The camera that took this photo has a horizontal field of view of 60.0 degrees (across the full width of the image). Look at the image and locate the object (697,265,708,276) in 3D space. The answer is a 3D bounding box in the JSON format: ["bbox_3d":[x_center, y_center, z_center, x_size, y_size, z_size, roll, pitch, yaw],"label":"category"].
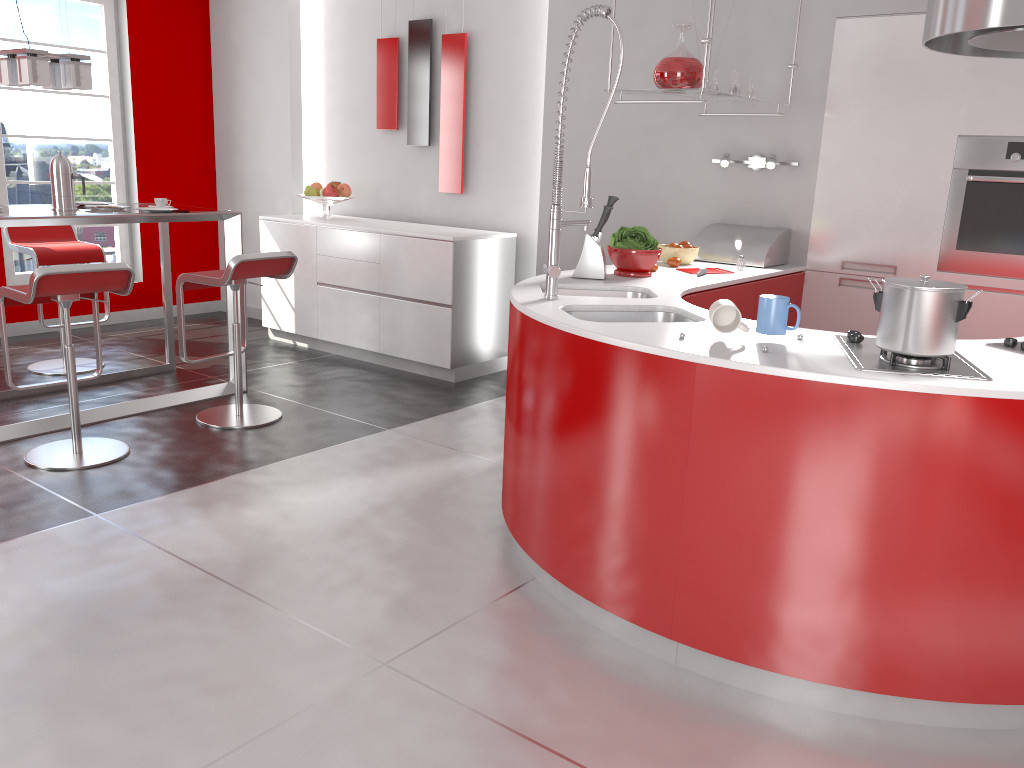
[{"bbox_3d":[0.848,-0.502,3.934,0.041,0.008,0.375,6,15,13],"label":"object"}]

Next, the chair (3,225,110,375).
[{"bbox_3d":[-2.705,-0.521,5.297,0.460,0.857,0.418,14,18,38],"label":"chair"}]

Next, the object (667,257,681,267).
[{"bbox_3d":[0.752,-0.565,4.115,0.063,0.047,0.065,13,17,35],"label":"object"}]

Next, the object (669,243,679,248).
[{"bbox_3d":[0.785,-0.652,4.261,0.062,0.052,0.065,8,15,21],"label":"object"}]

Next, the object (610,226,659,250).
[{"bbox_3d":[0.508,-0.566,3.706,0.193,0.182,0.198,15,19,41],"label":"object"}]

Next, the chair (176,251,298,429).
[{"bbox_3d":[-1.357,-0.243,4.419,0.460,0.857,0.418,11,17,31],"label":"chair"}]

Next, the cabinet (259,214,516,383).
[{"bbox_3d":[-0.889,-0.640,6.027,1.802,0.880,0.610,13,18,36],"label":"cabinet"}]

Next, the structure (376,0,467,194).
[{"bbox_3d":[-0.617,-2.060,5.925,0.820,1.503,0.040,13,18,36],"label":"structure"}]

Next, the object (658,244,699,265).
[{"bbox_3d":[0.791,-0.617,4.250,0.201,0.086,0.201,13,18,37],"label":"object"}]

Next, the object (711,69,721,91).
[{"bbox_3d":[0.929,-1.368,4.062,0.060,0.141,0.060,13,18,36],"label":"object"}]

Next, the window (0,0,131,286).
[{"bbox_3d":[-3.214,-1.747,6.299,0.117,2.038,0.938,13,18,36],"label":"window"}]

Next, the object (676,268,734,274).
[{"bbox_3d":[0.867,-0.508,3.987,0.266,0.006,0.168,-4,16,-25],"label":"object"}]

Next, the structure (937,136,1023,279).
[{"bbox_3d":[2.176,-0.746,3.782,0.599,0.589,0.050,13,18,36],"label":"structure"}]

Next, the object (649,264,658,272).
[{"bbox_3d":[0.613,-0.520,3.904,0.063,0.048,0.064,6,15,15],"label":"object"}]

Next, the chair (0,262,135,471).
[{"bbox_3d":[-1.872,-0.102,3.776,0.460,0.857,0.418,15,19,40],"label":"chair"}]

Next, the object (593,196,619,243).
[{"bbox_3d":[0.344,-0.590,3.546,0.150,0.322,0.014,4,14,8],"label":"object"}]

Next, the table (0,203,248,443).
[{"bbox_3d":[-2.308,-0.369,4.467,0.800,1.000,1.700,13,18,36],"label":"table"}]

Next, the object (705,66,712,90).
[{"bbox_3d":[0.869,-1.351,3.984,0.060,0.141,0.060,13,18,36],"label":"object"}]

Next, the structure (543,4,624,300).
[{"bbox_3d":[0.216,-0.732,2.890,0.178,0.920,0.308,0,14,-9],"label":"structure"}]

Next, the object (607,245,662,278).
[{"bbox_3d":[0.511,-0.516,3.727,0.228,0.118,0.229,4,14,8],"label":"object"}]

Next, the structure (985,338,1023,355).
[{"bbox_3d":[1.543,-0.080,2.336,0.303,0.037,0.457,-3,15,-22],"label":"structure"}]

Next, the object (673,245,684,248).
[{"bbox_3d":[0.787,-0.635,4.198,0.066,0.049,0.062,-11,20,-43],"label":"object"}]

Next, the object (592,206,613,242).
[{"bbox_3d":[0.329,-0.569,3.525,0.130,0.279,0.012,4,14,8],"label":"object"}]

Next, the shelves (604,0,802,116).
[{"bbox_3d":[0.868,-1.706,3.798,0.462,1.023,0.934,13,18,36],"label":"shelves"}]

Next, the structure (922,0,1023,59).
[{"bbox_3d":[1.338,-1.262,1.977,0.644,0.958,0.644,3,14,3],"label":"structure"}]

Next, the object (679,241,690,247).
[{"bbox_3d":[0.835,-0.662,4.294,0.066,0.058,0.055,8,15,22],"label":"object"}]

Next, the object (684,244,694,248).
[{"bbox_3d":[0.841,-0.643,4.236,0.062,0.049,0.066,12,17,33],"label":"object"}]

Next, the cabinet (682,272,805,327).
[{"bbox_3d":[1.048,0.036,3.540,1.025,0.761,1.875,1,14,-7],"label":"cabinet"}]

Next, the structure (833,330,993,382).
[{"bbox_3d":[1.012,-0.088,2.278,0.303,0.037,0.457,5,14,12],"label":"structure"}]

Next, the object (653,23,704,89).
[{"bbox_3d":[0.693,-1.336,3.643,0.213,0.266,0.213,-4,16,-24],"label":"object"}]

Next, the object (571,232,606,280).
[{"bbox_3d":[0.314,-0.518,3.570,0.137,0.178,0.091,5,14,10],"label":"object"}]

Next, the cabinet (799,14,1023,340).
[{"bbox_3d":[2.598,-0.548,3.901,2.398,2.026,0.614,13,18,36],"label":"cabinet"}]
